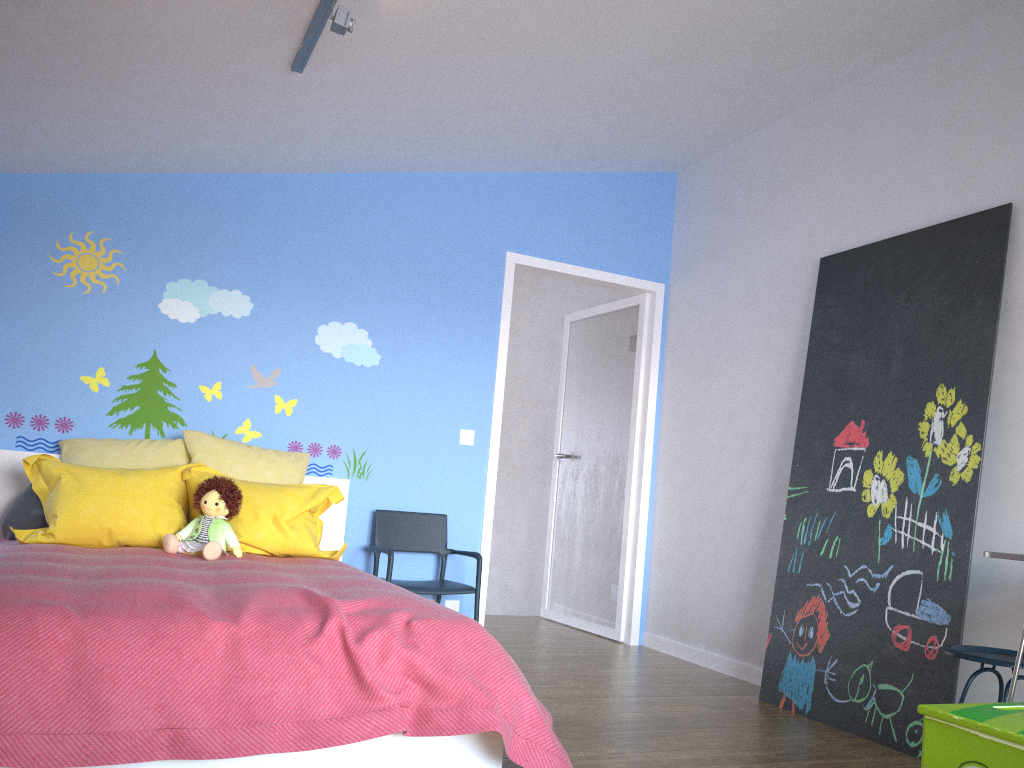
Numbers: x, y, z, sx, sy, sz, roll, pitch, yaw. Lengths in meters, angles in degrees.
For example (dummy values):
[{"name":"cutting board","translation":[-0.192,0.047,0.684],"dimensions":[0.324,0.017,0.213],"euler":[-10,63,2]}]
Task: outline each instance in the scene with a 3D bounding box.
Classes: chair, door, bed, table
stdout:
[{"name":"chair","translation":[-0.458,0.976,4.358],"dimensions":[0.514,0.671,0.417],"euler":[8,-6,-27]},{"name":"chair","translation":[1.426,1.022,2.583],"dimensions":[0.365,0.460,0.326],"euler":[7,-6,-24]},{"name":"door","translation":[0.146,0.433,5.439],"dimensions":[1.035,2.119,1.000],"euler":[7,-5,-24]},{"name":"bed","translation":[-1.079,0.686,3.034],"dimensions":[1.931,0.807,2.323],"euler":[8,-8,-24]},{"name":"table","translation":[1.822,0.812,1.870],"dimensions":[0.809,0.755,1.338],"euler":[7,-7,-24]}]

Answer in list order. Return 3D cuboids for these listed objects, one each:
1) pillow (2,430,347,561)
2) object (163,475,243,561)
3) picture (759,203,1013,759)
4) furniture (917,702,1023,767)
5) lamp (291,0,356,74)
[{"name":"pillow","translation":[-1.392,0.450,3.763],"dimensions":[1.348,0.529,0.681],"euler":[8,-7,-23]},{"name":"object","translation":[-1.175,0.519,3.420],"dimensions":[0.286,0.340,0.252],"euler":[4,-5,11]},{"name":"picture","translation":[1.453,0.363,3.553],"dimensions":[0.208,2.010,0.960],"euler":[7,-5,-24]},{"name":"furniture","translation":[1.242,0.898,1.629],"dimensions":[0.482,0.417,0.815],"euler":[7,-7,-24]},{"name":"lamp","translation":[-0.519,-1.120,2.611],"dimensions":[0.124,0.143,1.208],"euler":[7,-7,-20]}]
